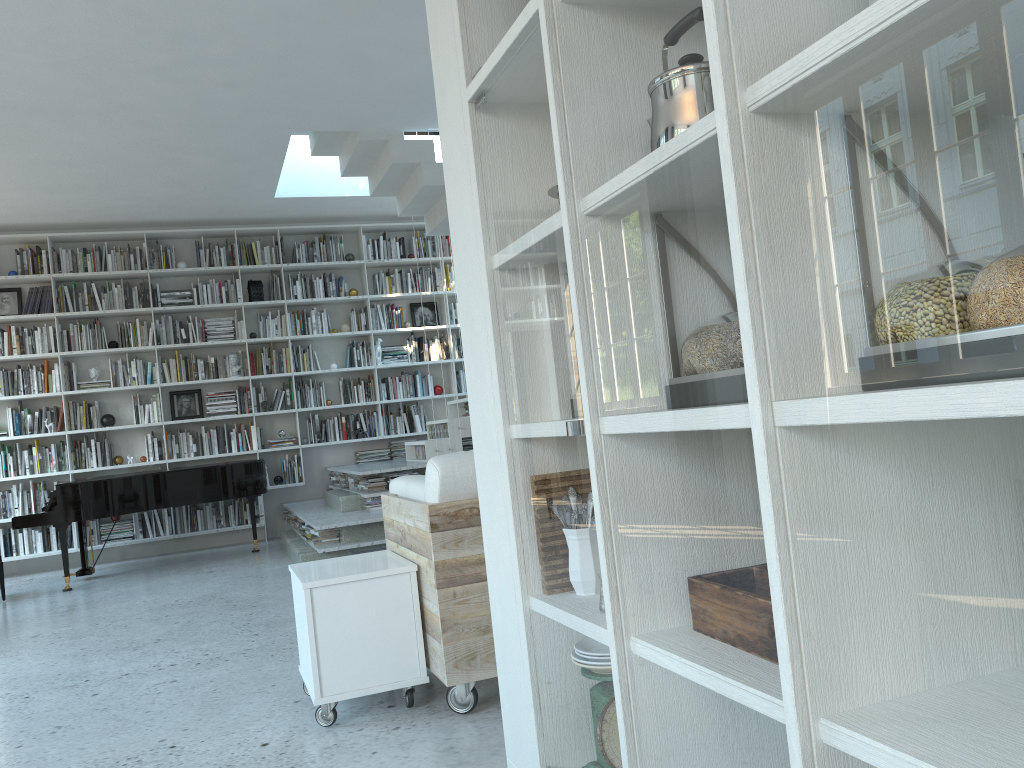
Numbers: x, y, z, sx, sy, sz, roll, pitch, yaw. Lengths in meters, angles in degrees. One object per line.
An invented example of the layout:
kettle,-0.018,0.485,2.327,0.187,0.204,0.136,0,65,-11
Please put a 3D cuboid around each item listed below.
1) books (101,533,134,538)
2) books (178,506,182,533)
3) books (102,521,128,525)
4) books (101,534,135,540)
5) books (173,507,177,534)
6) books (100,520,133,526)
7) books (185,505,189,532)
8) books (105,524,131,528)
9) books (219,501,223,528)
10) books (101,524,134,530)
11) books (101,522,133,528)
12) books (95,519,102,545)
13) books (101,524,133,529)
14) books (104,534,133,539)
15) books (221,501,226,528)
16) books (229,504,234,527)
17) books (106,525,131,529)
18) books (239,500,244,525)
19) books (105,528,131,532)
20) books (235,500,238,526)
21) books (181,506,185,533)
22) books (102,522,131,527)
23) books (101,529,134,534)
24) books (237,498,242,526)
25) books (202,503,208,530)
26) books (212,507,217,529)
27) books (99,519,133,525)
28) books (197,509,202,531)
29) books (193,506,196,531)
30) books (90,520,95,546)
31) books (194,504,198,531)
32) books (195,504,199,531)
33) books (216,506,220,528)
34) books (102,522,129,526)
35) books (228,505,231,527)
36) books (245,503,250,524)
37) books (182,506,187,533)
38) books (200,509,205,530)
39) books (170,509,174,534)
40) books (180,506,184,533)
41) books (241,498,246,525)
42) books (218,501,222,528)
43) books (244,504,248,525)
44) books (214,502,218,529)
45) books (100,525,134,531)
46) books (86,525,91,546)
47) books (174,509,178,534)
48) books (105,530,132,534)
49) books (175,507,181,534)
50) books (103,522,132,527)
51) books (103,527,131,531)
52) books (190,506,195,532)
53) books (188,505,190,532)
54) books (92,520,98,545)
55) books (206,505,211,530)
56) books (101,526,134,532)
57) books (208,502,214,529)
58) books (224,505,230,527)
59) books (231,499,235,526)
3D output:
books,-3.767,1.447,8.489,0.285,0.007,0.159,-6,-2,-17
books,-3.242,1.304,8.663,0.014,0.300,0.184,-6,-2,-19
books,-3.782,1.323,8.494,0.254,0.006,0.161,-5,-2,-18
books,-3.763,1.460,8.481,0.285,0.007,0.159,-6,-2,-14
books,-3.292,1.333,8.665,0.012,0.254,0.161,-6,-2,-19
books,-3.782,1.329,8.496,0.285,0.005,0.159,-5,-2,-19
books,-3.189,1.281,8.692,0.012,0.337,0.144,-6,-2,-19
books,-3.776,1.355,8.487,0.254,0.006,0.161,-6,-2,-15
books,-2.883,1.276,8.789,0.014,0.288,0.185,-6,-2,-19
books,-3.780,1.372,8.492,0.285,0.005,0.159,-5,-2,-20
books,-3.777,1.350,8.489,0.285,0.005,0.159,-5,-2,-22
books,-3.932,1.380,8.439,0.027,0.282,0.129,-6,-2,-19
books,-3.778,1.361,8.485,0.285,0.005,0.159,-5,-2,-23
books,-3.765,1.454,8.484,0.254,0.007,0.161,-5,-2,-23
books,-2.869,1.289,8.809,0.024,0.262,0.131,-6,-2,-19
books,-2.788,1.307,8.817,0.029,0.210,0.170,-6,-2,-19
books,-3.781,1.367,8.494,0.254,0.006,0.161,-5,-2,-19
books,-2.705,1.285,8.867,0.028,0.238,0.140,-6,-2,-19
books,-3.778,1.394,8.493,0.254,0.006,0.161,-5,-2,-19
books,-2.743,1.281,8.825,0.044,0.251,0.187,-6,-2,-19
books,-3.225,1.325,8.698,0.010,0.259,0.131,-6,-2,-19
books,-3.781,1.340,8.495,0.254,0.006,0.161,-5,-2,-19
books,-3.773,1.406,8.492,0.285,0.007,0.159,-5,-2,-18
books,-2.721,1.246,8.839,0.013,0.317,0.186,-6,-2,-19
books,-3.031,1.288,8.753,0.026,0.294,0.155,-6,-2,-19
books,-2.948,1.326,8.780,0.024,0.203,0.144,-6,-2,-19
books,-3.779,1.317,8.485,0.285,0.005,0.159,-6,-2,-14
books,-3.073,1.335,8.716,0.028,0.206,0.175,-6,-2,-19
books,-3.123,1.325,8.721,0.012,0.239,0.128,-6,-2,-19
books,-3.975,1.409,8.412,0.023,0.231,0.164,-6,-2,-19
books,-3.115,1.305,8.729,0.012,0.276,0.154,-6,-2,-19
books,-3.103,1.315,8.733,0.012,0.255,0.150,-6,-2,-19
books,-2.911,1.317,8.784,0.022,0.213,0.167,-6,-2,-19
books,-3.781,1.334,8.495,0.254,0.006,0.161,-5,-2,-19
books,-2.805,1.310,8.806,0.010,0.206,0.180,-6,-2,-19
books,-2.642,1.295,8.872,0.022,0.205,0.191,-6,-2,-19
books,-3.206,1.320,8.695,0.025,0.263,0.145,-6,-2,-19
books,-3.056,1.340,8.754,0.030,0.196,0.143,-6,-2,-19
books,-3.317,1.344,8.663,0.021,0.237,0.115,-6,-2,-19
books,-3.236,1.285,8.684,0.014,0.340,0.140,-6,-2,-19
books,-2.683,1.272,8.860,0.011,0.258,0.171,-6,-2,-19
books,-2.898,1.254,8.783,0.014,0.335,0.183,-6,-2,-19
books,-2.666,1.305,8.874,0.024,0.191,0.155,-6,-2,-19
books,-2.930,1.283,8.775,0.013,0.285,0.185,-6,-2,-19
books,-3.779,1.377,8.492,0.285,0.005,0.159,-5,-2,-18
books,-4.009,1.436,8.402,0.053,0.184,0.148,-6,-2,-19
books,-3.282,1.341,8.671,0.010,0.237,0.134,-6,-2,-19
books,-3.772,1.413,8.491,0.254,0.007,0.161,-5,-2,-18
books,-3.258,1.328,8.655,0.026,0.256,0.183,-6,-2,-19
books,-3.777,1.344,8.485,0.254,0.006,0.161,-5,-2,-24
books,-3.778,1.383,8.491,0.254,0.006,0.161,-5,-2,-20
books,-3.140,1.323,8.718,0.022,0.247,0.144,-6,-2,-19
books,-3.167,1.292,8.700,0.034,0.311,0.170,-6,-2,-19
books,-3.954,1.410,8.429,0.027,0.227,0.139,-6,-2,-19
books,-3.002,1.315,8.765,0.030,0.234,0.138,-6,-2,-19
books,-3.777,1.388,8.489,0.285,0.005,0.159,-5,-2,-21
books,-2.976,1.300,8.774,0.028,0.261,0.132,-6,-2,-19
books,-2.839,1.311,8.827,0.040,0.212,0.129,-6,-2,-19
books,-2.774,1.264,8.826,0.011,0.292,0.184,-6,-2,-19
